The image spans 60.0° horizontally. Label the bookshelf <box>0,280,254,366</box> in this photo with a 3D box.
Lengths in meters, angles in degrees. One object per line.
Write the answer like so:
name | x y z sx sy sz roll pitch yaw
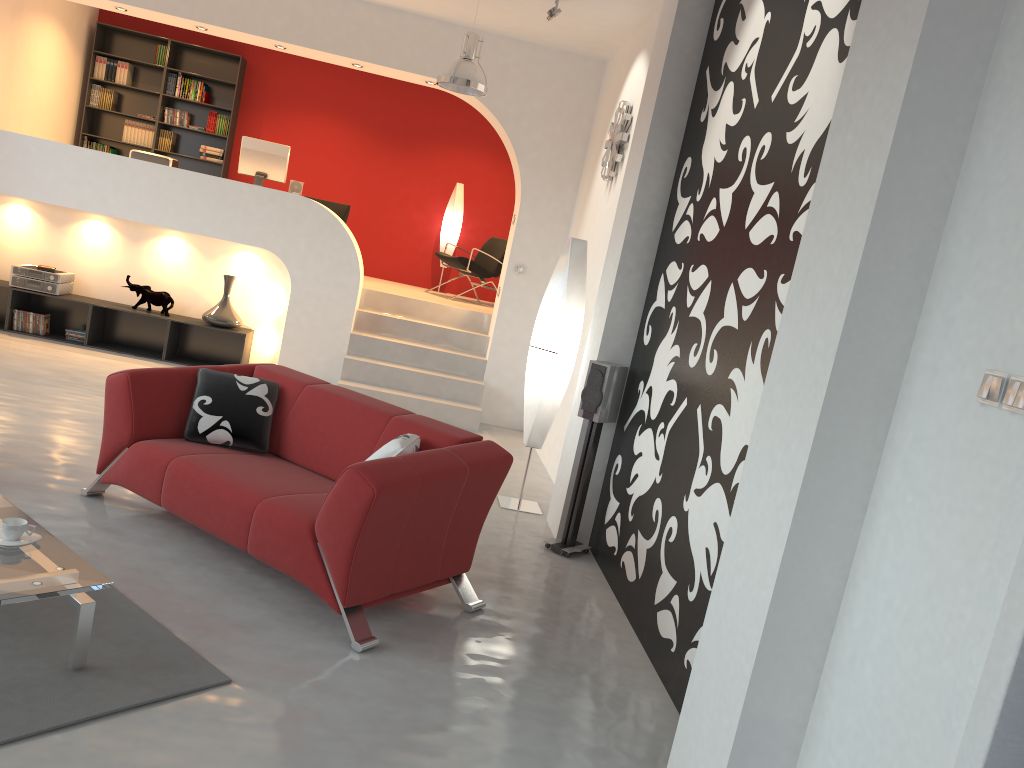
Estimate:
bookshelf | -3.853 -0.564 8.217 2.764 0.397 0.405 11 8 -7

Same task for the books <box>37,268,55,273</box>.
books | -4.240 -1.043 8.075 0.135 0.015 0.190 8 9 -27

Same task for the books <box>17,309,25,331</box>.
books | -4.465 -0.584 8.079 0.031 0.190 0.135 11 8 -7

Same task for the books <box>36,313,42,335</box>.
books | -4.304 -0.552 8.101 0.031 0.190 0.135 11 8 -7

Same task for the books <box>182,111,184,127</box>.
books | -3.884 -3.131 10.510 0.031 0.190 0.135 11 8 -7

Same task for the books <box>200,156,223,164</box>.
books | -3.559 -2.668 10.583 0.260 0.040 0.200 11 8 -6

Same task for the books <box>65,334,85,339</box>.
books | -4.006 -0.442 8.199 0.190 0.015 0.135 12 8 -2

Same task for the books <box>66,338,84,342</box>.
books | -4.008 -0.412 8.203 0.190 0.015 0.135 10 8 -12

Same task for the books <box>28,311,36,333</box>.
books | -4.377 -0.566 8.091 0.031 0.190 0.135 11 8 -7

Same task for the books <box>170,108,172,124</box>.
books | -4.015 -3.157 10.493 0.031 0.190 0.135 11 8 -7

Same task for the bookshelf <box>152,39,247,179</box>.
bookshelf | -3.771 -2.831 10.516 0.816 2.213 0.305 11 8 -7

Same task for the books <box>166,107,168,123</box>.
books | -4.059 -3.166 10.487 0.031 0.190 0.135 11 8 -7

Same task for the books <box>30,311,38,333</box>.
books | -4.362 -0.563 8.093 0.031 0.190 0.135 11 8 -7

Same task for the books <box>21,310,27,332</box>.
books | -4.436 -0.578 8.083 0.031 0.190 0.135 11 8 -7

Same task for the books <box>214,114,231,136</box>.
books | -3.436 -3.067 10.556 0.146 0.240 0.170 11 8 -7

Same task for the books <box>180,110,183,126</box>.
books | -3.898 -3.134 10.508 0.031 0.190 0.135 11 8 -7

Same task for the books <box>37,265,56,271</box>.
books | -4.242 -1.060 8.081 0.135 0.015 0.190 9 8 -22

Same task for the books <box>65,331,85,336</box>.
books | -3.997 -0.470 8.188 0.190 0.015 0.135 11 8 -7

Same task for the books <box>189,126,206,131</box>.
books | -3.725 -3.027 10.542 0.190 0.015 0.135 11 8 -7

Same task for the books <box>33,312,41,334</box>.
books | -4.333 -0.558 8.097 0.031 0.190 0.135 11 8 -7

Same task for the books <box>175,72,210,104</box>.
books | -3.749 -3.469 10.438 0.341 0.286 0.231 11 8 -7

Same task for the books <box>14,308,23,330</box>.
books | -4.494 -0.589 8.076 0.031 0.190 0.135 11 8 -7

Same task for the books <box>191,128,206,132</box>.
books | -3.734 -3.013 10.544 0.190 0.015 0.135 10 8 -12

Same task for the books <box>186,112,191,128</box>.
books | -3.840 -3.123 10.516 0.031 0.190 0.135 11 8 -7

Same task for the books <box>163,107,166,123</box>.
books | -4.088 -3.172 10.483 0.031 0.190 0.135 11 8 -7

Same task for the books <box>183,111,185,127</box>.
books | -3.869 -3.128 10.512 0.031 0.190 0.135 11 8 -7

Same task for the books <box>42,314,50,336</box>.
books | -4.260 -0.543 8.106 0.031 0.190 0.135 11 8 -7

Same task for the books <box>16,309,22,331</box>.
books | -4.479 -0.587 8.078 0.031 0.190 0.135 11 8 -7

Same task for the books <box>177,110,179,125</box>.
books | -3.942 -3.143 10.502 0.031 0.190 0.135 11 8 -7

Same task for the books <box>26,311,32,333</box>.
books | -4.392 -0.569 8.089 0.031 0.190 0.135 11 8 -7

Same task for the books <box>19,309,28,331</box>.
books | -4.450 -0.581 8.081 0.031 0.190 0.135 11 8 -7

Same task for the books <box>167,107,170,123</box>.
books | -4.044 -3.163 10.489 0.031 0.190 0.135 11 8 -7

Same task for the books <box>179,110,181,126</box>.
books | -3.913 -3.137 10.506 0.031 0.190 0.135 11 8 -7

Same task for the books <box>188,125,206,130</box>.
books | -3.732 -3.043 10.539 0.190 0.015 0.135 12 8 -2

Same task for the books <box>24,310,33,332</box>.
books | -4.406 -0.572 8.087 0.031 0.190 0.135 11 8 -7

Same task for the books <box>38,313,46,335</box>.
books | -4.289 -0.549 8.103 0.031 0.190 0.135 11 8 -7

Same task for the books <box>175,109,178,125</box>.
books | -3.957 -3.146 10.500 0.031 0.190 0.135 11 8 -7

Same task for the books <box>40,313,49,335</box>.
books | -4.275 -0.546 8.104 0.031 0.190 0.135 11 8 -7

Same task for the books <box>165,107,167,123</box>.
books | -4.073 -3.169 10.485 0.031 0.190 0.135 11 8 -7

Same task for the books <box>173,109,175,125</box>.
books | -3.986 -3.152 10.497 0.031 0.190 0.135 11 8 -7

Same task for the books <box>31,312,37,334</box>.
books | -4.348 -0.561 8.095 0.031 0.190 0.135 11 8 -7

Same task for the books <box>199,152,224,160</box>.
books | -3.568 -2.710 10.572 0.260 0.040 0.200 11 8 -7

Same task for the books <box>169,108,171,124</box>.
books | -4.030 -3.160 10.491 0.031 0.190 0.135 11 8 -7

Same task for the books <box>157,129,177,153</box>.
books | -4.091 -2.877 10.521 0.146 0.240 0.170 11 8 -7

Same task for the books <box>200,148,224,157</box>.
books | -3.564 -2.749 10.565 0.260 0.040 0.200 11 8 -8

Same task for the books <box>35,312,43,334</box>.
books | -4.319 -0.555 8.099 0.031 0.190 0.135 11 8 -7

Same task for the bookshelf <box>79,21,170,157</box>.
bookshelf | -4.565 -2.988 10.411 0.816 2.213 0.305 11 8 -7

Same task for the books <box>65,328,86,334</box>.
books | -4.004 -0.487 8.192 0.190 0.015 0.135 10 8 -12

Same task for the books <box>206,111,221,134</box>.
books | -3.552 -3.098 10.541 0.090 0.256 0.181 11 8 -7

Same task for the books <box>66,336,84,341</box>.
books | -4.000 -0.426 8.202 0.190 0.015 0.135 11 8 -7

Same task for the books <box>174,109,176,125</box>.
books | -3.971 -3.149 10.498 0.031 0.190 0.135 11 8 -7

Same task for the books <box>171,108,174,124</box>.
books | -4.000 -3.154 10.495 0.031 0.190 0.135 11 8 -7

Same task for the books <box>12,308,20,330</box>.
books | -4.508 -0.592 8.074 0.031 0.190 0.135 11 8 -7

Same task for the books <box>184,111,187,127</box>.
books | -3.854 -3.126 10.514 0.031 0.190 0.135 11 8 -7

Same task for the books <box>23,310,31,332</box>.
books | -4.421 -0.575 8.085 0.031 0.190 0.135 11 8 -7

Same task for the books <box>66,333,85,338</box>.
books | -3.997 -0.455 8.198 0.190 0.015 0.135 11 8 -7

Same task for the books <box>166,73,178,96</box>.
books | -3.985 -3.503 10.433 0.090 0.256 0.181 11 8 -7

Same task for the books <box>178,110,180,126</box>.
books | -3.927 -3.140 10.504 0.031 0.190 0.135 11 8 -7
